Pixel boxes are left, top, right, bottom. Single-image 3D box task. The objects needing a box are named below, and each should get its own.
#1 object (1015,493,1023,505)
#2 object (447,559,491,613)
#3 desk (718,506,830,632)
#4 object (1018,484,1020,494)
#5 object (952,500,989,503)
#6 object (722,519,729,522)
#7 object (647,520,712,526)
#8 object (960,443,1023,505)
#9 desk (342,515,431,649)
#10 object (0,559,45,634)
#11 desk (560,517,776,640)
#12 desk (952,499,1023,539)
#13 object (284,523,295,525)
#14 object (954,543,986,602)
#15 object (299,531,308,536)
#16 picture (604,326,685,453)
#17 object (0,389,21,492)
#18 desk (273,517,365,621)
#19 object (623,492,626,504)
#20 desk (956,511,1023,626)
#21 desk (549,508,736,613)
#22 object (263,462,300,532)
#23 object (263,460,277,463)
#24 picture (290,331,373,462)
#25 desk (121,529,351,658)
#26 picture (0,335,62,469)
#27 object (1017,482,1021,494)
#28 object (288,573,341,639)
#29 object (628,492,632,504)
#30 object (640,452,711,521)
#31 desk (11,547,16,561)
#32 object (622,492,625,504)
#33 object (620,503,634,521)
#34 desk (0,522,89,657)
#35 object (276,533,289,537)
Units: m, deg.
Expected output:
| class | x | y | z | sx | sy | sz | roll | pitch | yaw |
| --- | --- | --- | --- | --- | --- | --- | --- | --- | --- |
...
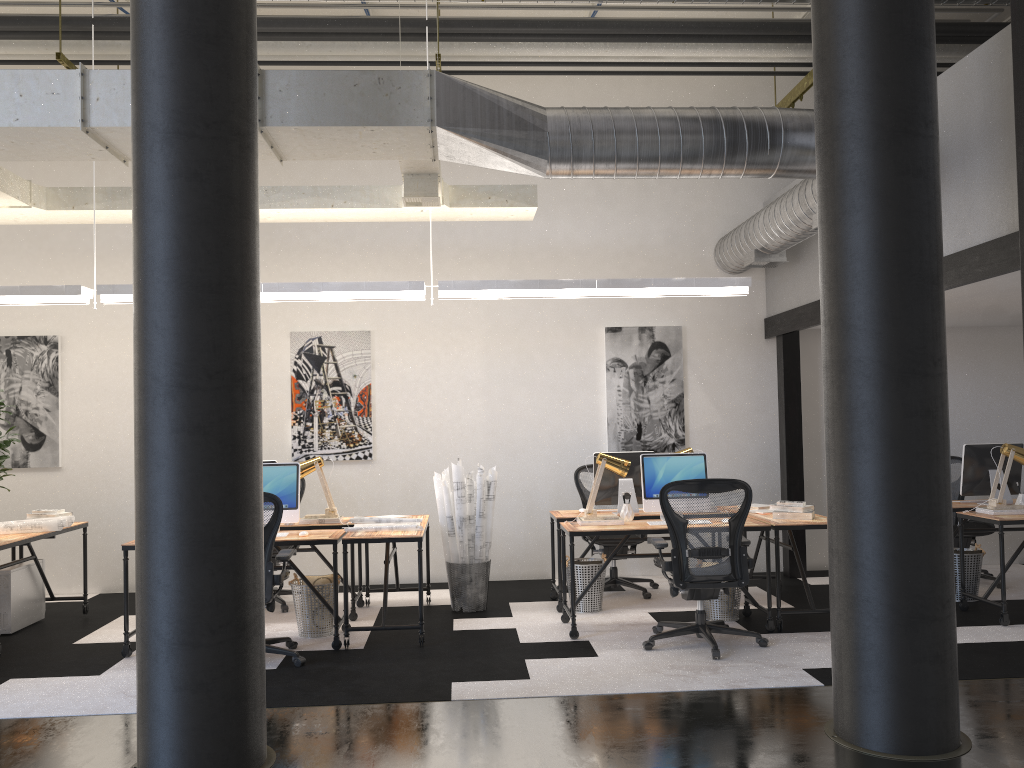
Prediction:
| class | x | y | z | sx | sy | sz | roll | pitch | yaw |
| --- | --- | --- | --- | --- | --- | --- | --- | --- | --- |
| object | 3.770 | 0.872 | 6.541 | 0.101 | 0.126 | 0.101 | -3 | -3 | 41 |
| object | -0.337 | 1.578 | 6.936 | 0.353 | 0.398 | 0.353 | -3 | -3 | 42 |
| desk | 2.007 | 1.342 | 6.695 | 0.529 | 0.724 | 1.401 | -1 | -2 | -3 |
| object | 3.758 | 0.831 | 6.552 | 0.008 | 0.207 | 0.054 | -1 | -2 | -16 |
| object | 3.831 | 0.955 | 7.235 | 0.439 | 0.017 | 0.119 | -1 | -3 | -3 |
| object | 1.491 | 0.952 | 6.175 | 0.059 | 0.029 | 0.106 | -1 | -2 | -3 |
| object | 1.163 | 0.965 | 6.162 | 0.439 | 0.017 | 0.119 | -1 | -3 | -3 |
| object | 3.814 | 0.713 | 7.018 | 0.483 | 0.485 | 0.190 | -1 | -2 | -3 |
| desk | -0.882 | 1.394 | 6.476 | 0.529 | 0.724 | 1.401 | -1 | -2 | -3 |
| object | -3.722 | 1.579 | 6.630 | 0.221 | 0.454 | 0.544 | -1 | -2 | -3 |
| desk | 1.059 | 1.340 | 6.208 | 1.401 | 0.724 | 0.529 | -1 | -2 | -3 |
| desk | 3.952 | 1.321 | 7.168 | 1.401 | 0.724 | 0.529 | -1 | -2 | -3 |
| object | -1.666 | 0.993 | 6.640 | 0.101 | 0.126 | 0.101 | -3 | -3 | 42 |
| object | 3.505 | 1.466 | 6.936 | 0.358 | 0.435 | 0.353 | -1 | -2 | -7 |
| object | -1.398 | 1.004 | 5.956 | 0.059 | 0.029 | 0.106 | -1 | -2 | -3 |
| picture | 1.241 | 0.054 | 8.300 | 0.731 | 1.182 | 0.049 | -1 | -2 | -3 |
| object | -3.523 | 0.500 | 5.824 | 0.513 | 1.077 | 0.439 | -1 | -2 | -13 |
| desk | -1.873 | 1.431 | 6.834 | 1.401 | 0.724 | 0.529 | -1 | -2 | -3 |
| object | 0.822 | 0.889 | 6.438 | 0.008 | 0.207 | 0.054 | -1 | -2 | -16 |
| desk | 3.995 | 1.282 | 6.322 | 1.401 | 0.724 | 0.529 | -1 | -2 | -3 |
| desk | 1.016 | 1.379 | 7.053 | 1.401 | 0.724 | 0.529 | -1 | -2 | -3 |
| object | -1.718 | 0.794 | 6.173 | 0.483 | 0.485 | 0.190 | -1 | -2 | -3 |
| object | -2.011 | 0.823 | 6.685 | 0.483 | 0.485 | 0.190 | -1 | -2 | -3 |
| picture | -1.652 | 0.109 | 8.125 | 0.731 | 1.182 | 0.049 | -1 | -2 | -3 |
| desk | -1.830 | 1.393 | 5.989 | 1.401 | 0.724 | 0.529 | -1 | -2 | -3 |
| picture | -4.431 | 0.161 | 7.957 | 0.731 | 1.182 | 0.049 | -1 | -2 | -3 |
| object | 3.755 | 0.830 | 6.540 | 0.008 | 0.207 | 0.054 | 0 | -2 | -38 |
| object | -1.377 | 1.539 | 6.212 | 0.358 | 0.435 | 0.353 | -1 | -2 | -7 |
| object | 0.846 | 0.888 | 6.436 | 0.054 | 0.207 | 0.008 | -1 | -2 | -20 |
| object | 1.171 | 0.742 | 6.392 | 0.483 | 0.485 | 0.190 | -1 | -2 | -3 |
| desk | -4.549 | 1.459 | 6.649 | 1.401 | 0.724 | 0.529 | -1 | -2 | -3 |
| object | 0.819 | 0.888 | 6.426 | 0.008 | 0.207 | 0.054 | 0 | -2 | -38 |
| object | 0.834 | 0.930 | 6.427 | 0.101 | 0.126 | 0.101 | -3 | -3 | 41 |
| desk | -3.558 | 1.422 | 6.291 | 0.529 | 0.724 | 1.401 | -1 | -2 | -3 |
| object | -1.725 | 1.017 | 5.943 | 0.439 | 0.017 | 0.119 | -1 | -3 | -3 |
